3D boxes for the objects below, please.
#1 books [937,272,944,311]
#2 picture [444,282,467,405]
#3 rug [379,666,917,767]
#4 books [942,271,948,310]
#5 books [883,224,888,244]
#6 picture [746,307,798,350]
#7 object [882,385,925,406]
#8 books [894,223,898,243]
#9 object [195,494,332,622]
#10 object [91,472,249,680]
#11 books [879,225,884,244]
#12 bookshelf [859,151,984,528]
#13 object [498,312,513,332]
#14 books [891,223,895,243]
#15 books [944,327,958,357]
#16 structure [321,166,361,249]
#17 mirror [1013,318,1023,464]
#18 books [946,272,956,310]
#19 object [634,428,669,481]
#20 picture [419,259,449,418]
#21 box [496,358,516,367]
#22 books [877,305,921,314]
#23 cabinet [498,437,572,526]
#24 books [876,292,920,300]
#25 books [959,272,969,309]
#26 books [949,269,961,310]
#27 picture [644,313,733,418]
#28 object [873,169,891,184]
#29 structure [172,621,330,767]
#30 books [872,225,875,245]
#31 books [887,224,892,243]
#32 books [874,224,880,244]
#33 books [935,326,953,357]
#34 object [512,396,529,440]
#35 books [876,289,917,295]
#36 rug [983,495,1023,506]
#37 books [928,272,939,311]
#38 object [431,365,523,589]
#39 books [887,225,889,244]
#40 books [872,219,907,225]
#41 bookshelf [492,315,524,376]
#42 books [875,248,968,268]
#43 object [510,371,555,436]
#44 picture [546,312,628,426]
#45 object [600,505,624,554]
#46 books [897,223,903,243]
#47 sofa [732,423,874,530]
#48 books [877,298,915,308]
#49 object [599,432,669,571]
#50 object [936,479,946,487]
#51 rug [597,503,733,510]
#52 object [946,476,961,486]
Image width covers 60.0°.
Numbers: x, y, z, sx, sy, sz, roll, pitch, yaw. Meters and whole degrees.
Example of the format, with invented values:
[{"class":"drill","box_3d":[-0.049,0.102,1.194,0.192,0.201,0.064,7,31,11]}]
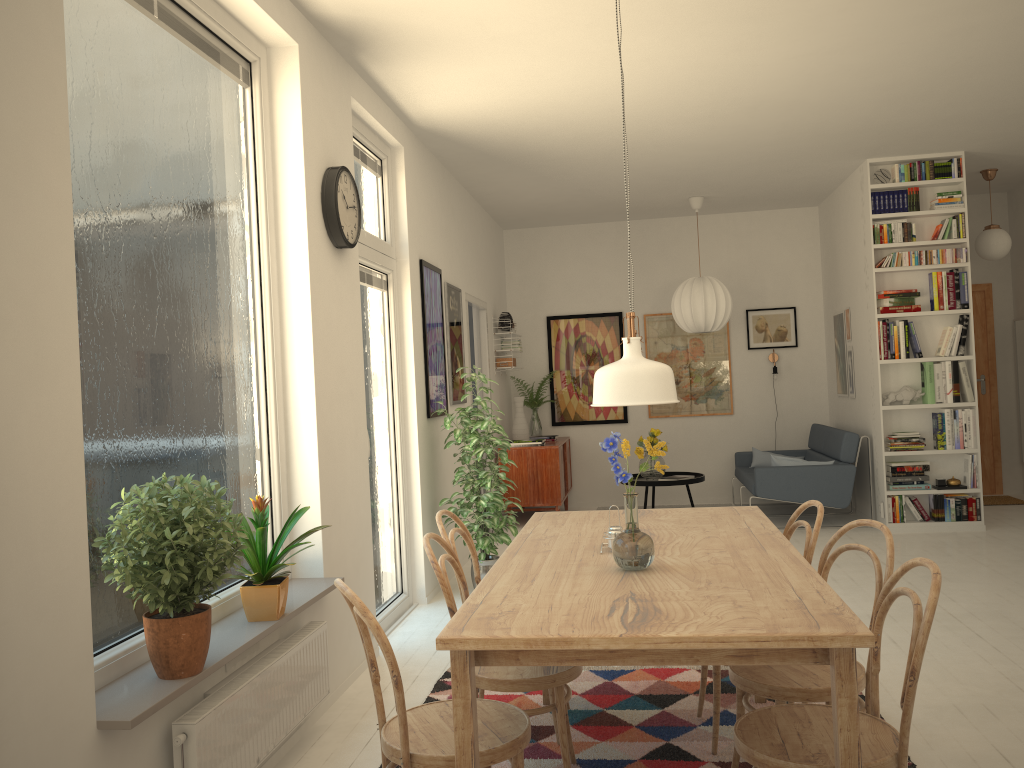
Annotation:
[{"class":"books","box_3d":[3.314,-0.714,6.920,0.039,0.302,0.199,-3,0,8]},{"class":"picture","box_3d":[-0.410,-0.287,6.499,0.020,0.869,0.525,-3,0,8]},{"class":"rug","box_3d":[0.352,1.262,2.496,1.748,0.035,3.025,-3,0,8]},{"class":"books","box_3d":[3.346,-0.716,6.910,0.029,0.301,0.185,-3,0,8]},{"class":"books","box_3d":[2.906,-1.161,6.959,0.023,0.152,0.199,-3,0,8]},{"class":"picture","box_3d":[2.584,-0.553,8.824,0.481,0.402,0.015,-3,0,8]},{"class":"object","box_3d":[3.050,0.087,6.912,0.311,0.150,0.137,-3,0,16]},{"class":"books","box_3d":[2.984,-1.168,6.964,0.028,0.159,0.222,-3,0,8]},{"class":"object","box_3d":[-0.833,0.591,3.082,0.417,0.425,0.487,-3,0,15]},{"class":"object","box_3d":[-0.934,0.528,2.478,0.383,0.561,0.395,-3,0,6]},{"class":"books","box_3d":[2.880,-1.158,6.968,0.030,0.149,0.202,-3,0,8]},{"class":"bookshelf","box_3d":[3.193,-0.316,6.936,0.710,2.900,0.249,-3,0,8]},{"class":"object","box_3d":[-0.058,-0.578,8.317,0.139,0.200,0.139,-3,0,-38]},{"class":"books","box_3d":[2.961,-1.164,6.951,0.012,0.155,0.208,-3,0,8]},{"class":"books","box_3d":[3.385,-0.326,6.882,0.105,0.225,0.138,-3,0,8]},{"class":"structure","box_3d":[-0.769,-0.803,4.039,0.074,0.371,0.371,-3,0,8]},{"class":"mirror","box_3d":[4.785,0.073,8.193,0.029,1.370,0.500,-3,0,8]},{"class":"books","box_3d":[3.388,-0.713,6.898,0.059,0.291,0.182,-3,0,8]},{"class":"object","box_3d":[1.267,0.642,8.103,0.361,0.471,0.291,-3,0,-43]},{"class":"picture","box_3d":[-0.508,-0.285,5.824,0.018,0.999,0.546,-3,0,8]},{"class":"box","box_3d":[-0.054,-0.200,8.384,0.152,0.084,0.266,-3,0,9]},{"class":"books","box_3d":[3.015,-0.576,6.948,0.300,0.056,0.202,-3,0,8]},{"class":"cabinet","box_3d":[0.251,0.920,8.508,0.546,0.727,1.262,-3,0,8]},{"class":"books","box_3d":[3.013,-0.686,6.970,0.314,0.035,0.205,-3,0,8]},{"class":"books","box_3d":[3.481,-0.716,6.883,0.054,0.289,0.179,-3,0,8]},{"class":"books","box_3d":[3.434,-0.728,6.891,0.039,0.317,0.161,-3,0,8]},{"class":"picture","box_3d":[1.776,-0.200,8.943,0.838,1.052,0.012,-3,0,8]},{"class":"object","box_3d":[2.887,-1.614,6.918,0.131,0.131,0.131,-3,0,4]},{"class":"structure","box_3d":[-0.830,1.054,2.910,0.113,0.279,1.029,-3,0,8]},{"class":"books","box_3d":[2.824,-1.158,6.998,0.019,0.156,0.205,-3,0,8]},{"class":"books","box_3d":[2.945,-1.165,6.969,0.024,0.155,0.188,-3,0,8]},{"class":"books","box_3d":[2.848,-1.161,6.969,0.034,0.162,0.197,-3,0,8]},{"class":"books","box_3d":[3.349,-0.326,6.880,0.115,0.232,0.133,-3,0,8]},{"class":"object","box_3d":[0.076,0.342,8.336,0.158,0.445,0.160,-2,-1,-42]},{"class":"books","box_3d":[3.002,-0.715,6.964,0.266,0.026,0.203,-3,0,-2]},{"class":"rug","box_3d":[4.194,1.086,8.184,0.941,0.002,0.553,-3,0,8]},{"class":"books","box_3d":[3.280,-0.715,6.931,0.032,0.300,0.200,-3,0,8]},{"class":"object","box_3d":[-0.212,0.593,5.518,0.514,1.424,0.568,-3,-1,-39]},{"class":"books","box_3d":[2.926,-1.161,6.971,0.013,0.149,0.208,-3,0,8]},{"class":"books","box_3d":[2.952,-1.256,6.966,0.255,0.022,0.189,-3,0,18]},{"class":"bookshelf","box_3d":[-0.032,-0.366,8.562,0.184,0.565,0.695,-3,0,8]},{"class":"books","box_3d":[3.160,-0.968,6.938,0.664,0.110,0.278,-3,0,8]},{"class":"object","box_3d":[0.249,0.212,8.957,0.476,0.686,0.398,-3,0,10]},{"class":"picture","box_3d":[0.768,-0.149,9.086,0.778,1.134,0.018,-3,0,8]},{"class":"object","box_3d":[0.324,0.449,2.779,0.095,0.138,0.155,-3,0,8]},{"class":"books","box_3d":[3.015,-1.167,6.952,0.035,0.158,0.199,-3,0,8]},{"class":"sofa","box_3d":[2.513,0.784,7.886,0.964,0.773,1.603,-3,0,8]},{"class":"books","box_3d":[3.012,-0.635,6.957,0.268,0.064,0.128,-3,0,-21]},{"class":"object","box_3d":[0.330,0.323,2.480,0.145,0.388,0.206,-3,0,-30]},{"class":"object","box_3d":[3.322,0.764,6.871,0.058,0.055,0.058,-3,0,8]},{"class":"rug","box_3d":[1.370,1.222,8.014,1.304,0.012,1.661,-3,0,10]},{"class":"object","box_3d":[3.897,0.244,5.931,0.778,1.711,2.088,-3,0,-11]}]
